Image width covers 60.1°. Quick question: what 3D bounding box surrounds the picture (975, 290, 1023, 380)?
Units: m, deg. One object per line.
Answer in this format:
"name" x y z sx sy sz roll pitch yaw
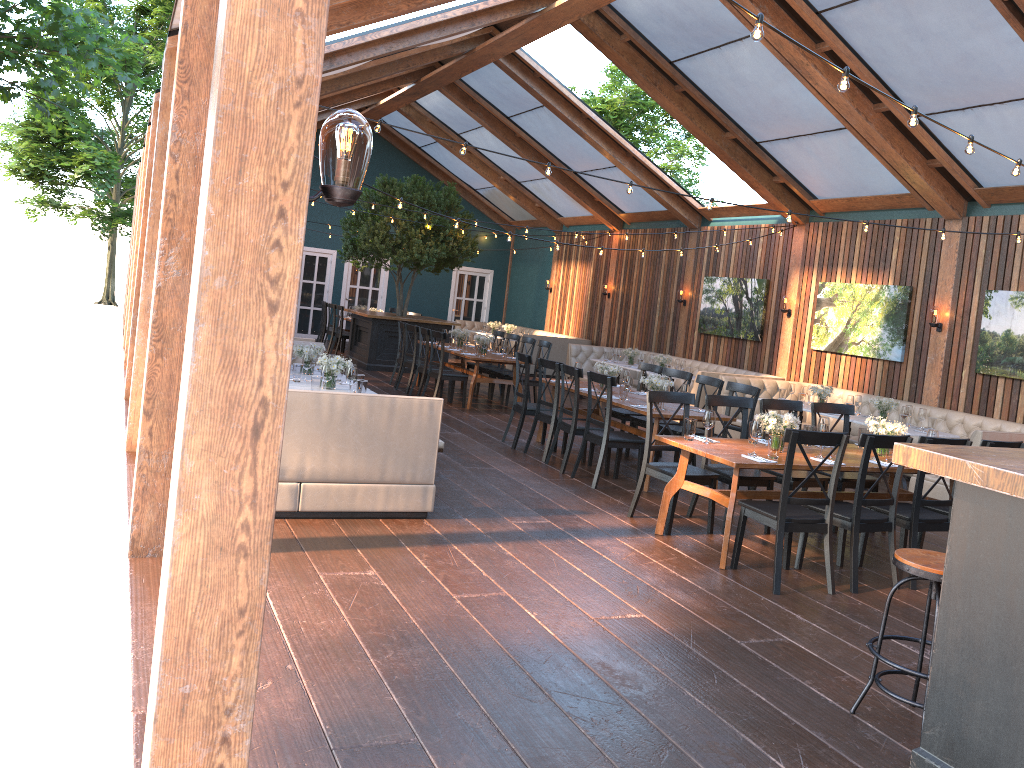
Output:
"picture" 5.924 -0.511 9.786 0.065 0.995 1.660 6 5 -24

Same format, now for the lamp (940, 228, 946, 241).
"lamp" 4.055 -1.407 8.313 0.056 0.121 0.056 7 3 9

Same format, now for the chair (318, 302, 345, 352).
"chair" -3.847 -1.225 18.935 0.538 1.017 0.480 6 3 -19

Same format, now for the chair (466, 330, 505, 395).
"chair" -0.428 -0.369 14.405 0.538 1.017 0.480 5 3 -24

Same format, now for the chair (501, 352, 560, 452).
"chair" 0.252 0.185 9.743 0.538 1.017 0.480 6 3 -17

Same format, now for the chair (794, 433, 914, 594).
"chair" 2.311 0.807 5.970 0.476 1.017 0.542 5 3 -29

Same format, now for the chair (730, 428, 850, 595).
"chair" 1.803 0.772 5.741 0.476 1.017 0.542 6 3 -19

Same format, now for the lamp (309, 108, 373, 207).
"lamp" -0.481 -0.602 2.442 0.177 0.319 0.147 5 3 -24

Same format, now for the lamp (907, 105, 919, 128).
"lamp" 2.167 -1.443 4.775 0.056 0.121 0.056 6 3 -6

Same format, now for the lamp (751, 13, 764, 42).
"lamp" 1.045 -1.515 3.754 0.056 0.121 0.056 5 3 -31

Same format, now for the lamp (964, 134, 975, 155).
"lamp" 2.734 -1.427 5.278 0.056 0.121 0.056 7 3 1

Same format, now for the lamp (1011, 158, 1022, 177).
"lamp" 3.296 -1.415 5.785 0.056 0.120 0.056 6 3 -19

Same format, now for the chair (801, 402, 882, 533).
"chair" 2.821 0.702 7.579 0.476 1.017 0.542 5 3 -24

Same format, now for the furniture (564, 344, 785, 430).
"furniture" 2.587 0.011 14.870 1.705 0.856 4.184 4 6 -24

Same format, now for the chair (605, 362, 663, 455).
"chair" 1.402 0.264 10.268 0.538 1.017 0.480 5 3 -24

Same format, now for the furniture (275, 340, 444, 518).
"furniture" -2.123 0.191 7.794 1.705 0.856 4.184 4 6 -24

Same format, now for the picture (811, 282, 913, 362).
"picture" 4.812 -0.894 12.284 0.065 0.995 1.660 6 5 -24

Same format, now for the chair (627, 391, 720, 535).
"chair" 1.295 0.596 6.891 0.476 1.017 0.542 5 3 -29

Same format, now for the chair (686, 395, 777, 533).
"chair" 1.803 0.631 7.120 0.476 1.017 0.542 5 3 -24

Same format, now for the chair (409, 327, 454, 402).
"chair" -1.136 -0.293 12.860 0.538 1.017 0.480 5 3 -21

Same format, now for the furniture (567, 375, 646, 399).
"furniture" 1.551 0.169 14.425 0.312 0.398 2.343 5 6 -24

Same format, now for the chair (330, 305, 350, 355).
"chair" -3.337 -1.065 17.940 0.538 1.017 0.480 5 3 -24

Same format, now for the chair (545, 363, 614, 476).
"chair" 0.704 0.341 8.728 0.538 1.017 0.480 6 3 -19

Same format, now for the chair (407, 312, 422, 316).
"chair" -2.227 -0.986 18.422 0.538 1.017 0.480 4 4 -41

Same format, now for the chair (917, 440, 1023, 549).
"chair" 3.329 0.878 6.429 0.476 1.017 0.542 5 3 -29

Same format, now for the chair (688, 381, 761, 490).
"chair" 2.080 0.498 8.736 0.538 1.017 0.480 5 3 -24

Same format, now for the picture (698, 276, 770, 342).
"picture" 3.680 -1.284 14.826 0.065 0.995 1.660 6 5 -24

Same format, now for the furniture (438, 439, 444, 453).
"furniture" -1.175 0.485 8.253 0.312 0.398 2.343 5 6 -24

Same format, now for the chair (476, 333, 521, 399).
"chair" -0.202 -0.291 13.894 0.538 1.017 0.480 5 3 -29

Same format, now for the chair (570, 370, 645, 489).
"chair" 0.935 0.419 8.220 0.538 1.017 0.480 5 3 -24

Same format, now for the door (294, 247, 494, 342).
"door" -4.341 -2.179 21.851 8.154 2.204 0.175 4 3 -24

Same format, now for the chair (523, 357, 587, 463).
"chair" 0.507 0.266 9.237 0.538 1.017 0.480 5 3 -28

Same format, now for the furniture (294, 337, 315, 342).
"furniture" -3.952 -0.441 11.927 1.705 0.856 4.184 4 6 -24

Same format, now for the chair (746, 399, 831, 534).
"chair" 2.312 0.667 7.350 0.476 1.017 0.542 5 3 -29

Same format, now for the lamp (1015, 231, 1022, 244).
"lamp" 4.814 -1.389 8.398 0.056 0.121 0.056 6 3 -9

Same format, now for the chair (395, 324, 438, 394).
"chair" -1.384 -0.373 13.361 0.538 1.017 0.480 5 3 -29

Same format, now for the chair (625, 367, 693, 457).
"chair" 1.628 0.342 9.757 0.538 1.017 0.480 5 3 -29

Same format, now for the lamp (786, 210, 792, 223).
"lamp" 2.553 -1.540 8.133 0.056 0.121 0.056 8 3 34

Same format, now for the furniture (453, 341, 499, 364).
"furniture" -0.898 -0.678 19.962 0.312 0.398 2.343 5 6 -24

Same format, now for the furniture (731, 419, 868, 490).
"furniture" 3.374 0.800 10.304 0.312 0.398 2.343 5 6 -24

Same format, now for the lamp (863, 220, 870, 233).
"lamp" 3.299 -1.467 8.234 0.056 0.119 0.060 4 4 -45

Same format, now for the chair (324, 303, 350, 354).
"chair" -3.608 -1.146 18.431 0.538 1.017 0.480 5 3 -29

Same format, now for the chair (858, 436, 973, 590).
"chair" 2.820 0.843 6.200 0.476 1.017 0.542 5 3 -24

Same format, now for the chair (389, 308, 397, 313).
"chair" -2.893 -1.222 19.978 0.538 1.017 0.480 5 3 -29

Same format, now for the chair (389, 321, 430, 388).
"chair" -1.577 -0.449 13.886 0.538 1.017 0.480 6 3 -19

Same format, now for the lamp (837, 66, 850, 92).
"lamp" 1.604 -1.470 4.270 0.056 0.121 0.056 6 3 -8

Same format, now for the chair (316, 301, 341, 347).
"chair" -4.000 -1.299 19.479 0.538 1.017 0.480 6 3 -19

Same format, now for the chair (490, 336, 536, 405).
"chair" 0.024 -0.213 13.383 0.538 1.017 0.480 5 3 -24

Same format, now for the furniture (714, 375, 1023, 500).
"furniture" 4.411 0.642 10.747 1.705 0.856 4.184 4 6 -24

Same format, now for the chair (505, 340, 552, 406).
"chair" 0.250 -0.135 12.873 0.538 1.017 0.480 6 3 -19

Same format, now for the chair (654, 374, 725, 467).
"chair" 1.854 0.420 9.247 0.538 1.017 0.480 6 3 -19

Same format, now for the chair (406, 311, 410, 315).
"chair" -2.442 -1.066 18.956 0.538 1.017 0.480 5 3 -24

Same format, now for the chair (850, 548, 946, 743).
"chair" 1.771 1.113 3.766 0.466 0.733 0.470 4 4 -37

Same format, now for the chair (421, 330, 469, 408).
"chair" -0.910 -0.215 12.350 0.538 1.017 0.480 5 3 -29

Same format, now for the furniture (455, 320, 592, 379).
"furniture" 0.151 -0.832 20.378 1.705 0.856 4.184 4 6 -24
